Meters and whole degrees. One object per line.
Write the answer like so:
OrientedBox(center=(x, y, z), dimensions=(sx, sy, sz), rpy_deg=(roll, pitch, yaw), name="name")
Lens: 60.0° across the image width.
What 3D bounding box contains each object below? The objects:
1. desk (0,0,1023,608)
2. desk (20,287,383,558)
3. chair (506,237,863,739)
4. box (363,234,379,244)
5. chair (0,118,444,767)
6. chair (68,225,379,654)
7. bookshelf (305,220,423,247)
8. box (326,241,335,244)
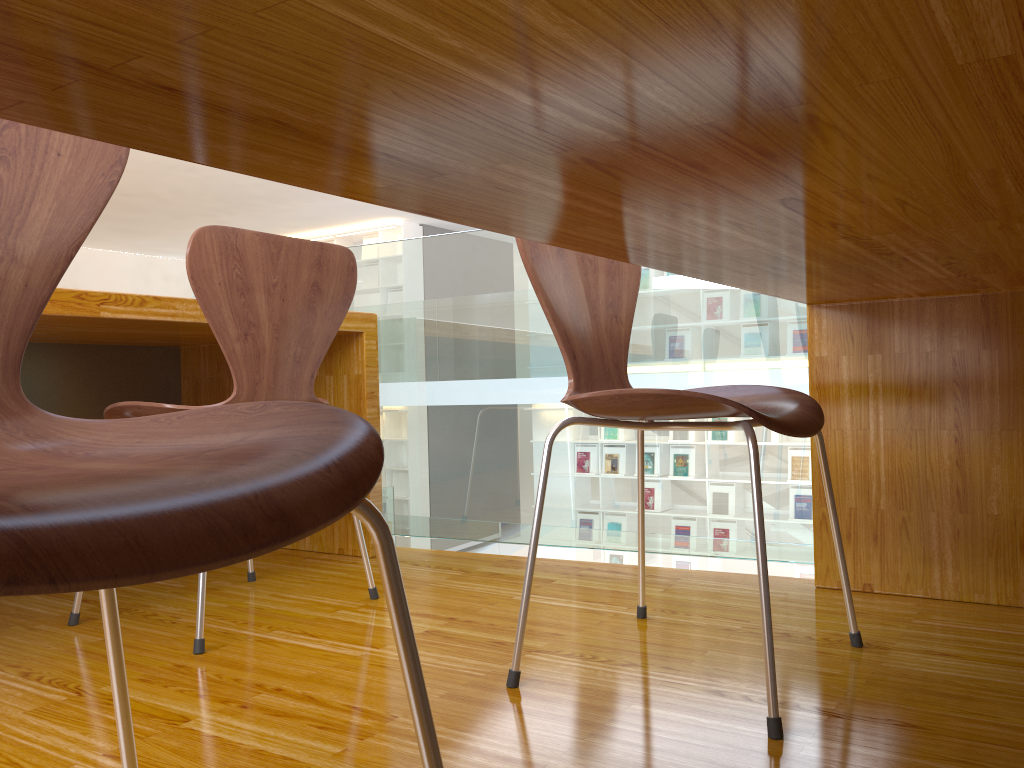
OrientedBox(center=(0.002, 0.105, 0.178), dimensions=(0.760, 0.606, 3.356), rpy_deg=(-2, 0, 34), name="desk")
OrientedBox(center=(-1.732, 0.367, 1.228), dimensions=(1.248, 1.022, 3.216), rpy_deg=(-2, 0, 34), name="desk")
OrientedBox(center=(0.254, 0.062, 1.288), dimensions=(0.381, 0.693, 0.428), rpy_deg=(-2, 0, 34), name="chair")
OrientedBox(center=(-1.595, -1.581, 10.383), dimensions=(0.245, 0.296, 0.274), rpy_deg=(-2, 0, 34), name="box")
OrientedBox(center=(-0.283, 0.072, 0.479), dimensions=(0.381, 0.693, 0.428), rpy_deg=(-2, 0, 34), name="chair")
OrientedBox(center=(-0.545, 0.086, 1.686), dimensions=(0.381, 0.693, 0.428), rpy_deg=(-2, 0, 34), name="chair")
OrientedBox(center=(-2.385, -0.885, 10.835), dimensions=(2.984, 1.836, 0.498), rpy_deg=(-2, 0, 34), name="bookshelf")
OrientedBox(center=(-2.161, -1.565, 10.757), dimensions=(0.245, 0.296, 0.274), rpy_deg=(-2, 0, 34), name="box")
